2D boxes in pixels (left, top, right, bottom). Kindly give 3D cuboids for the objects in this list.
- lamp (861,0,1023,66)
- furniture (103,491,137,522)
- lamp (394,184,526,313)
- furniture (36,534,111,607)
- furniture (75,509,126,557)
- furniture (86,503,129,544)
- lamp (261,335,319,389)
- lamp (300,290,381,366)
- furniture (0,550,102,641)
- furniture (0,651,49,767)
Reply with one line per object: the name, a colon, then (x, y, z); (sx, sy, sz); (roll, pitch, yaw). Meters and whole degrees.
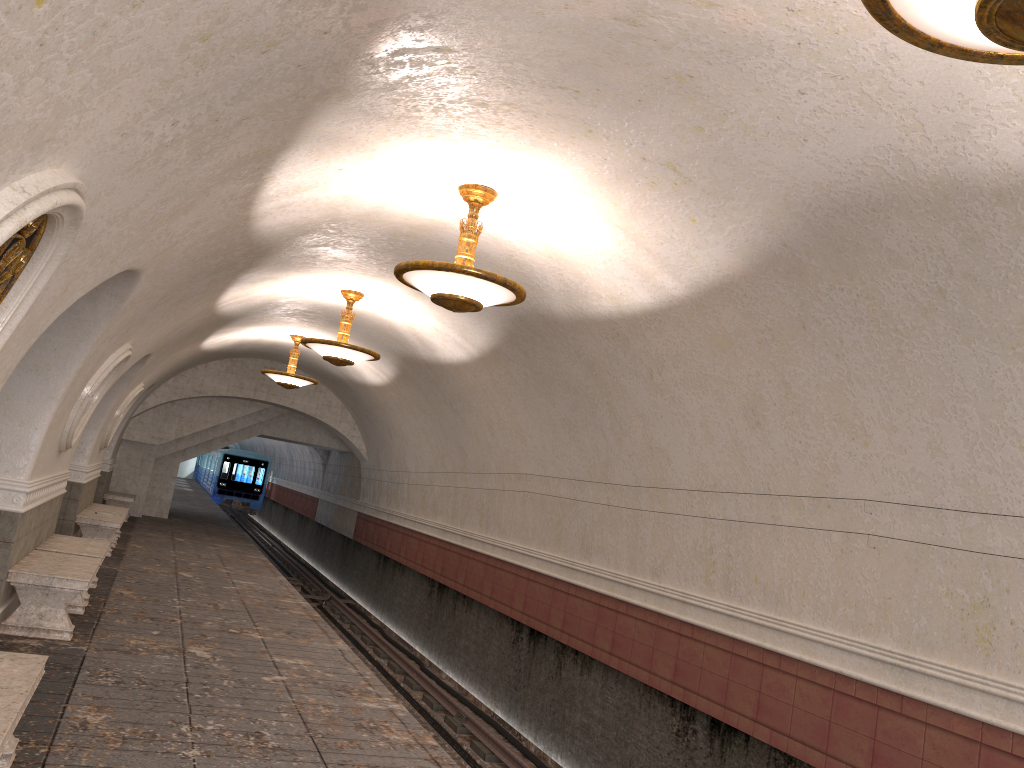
lamp: (1.419, -1.315, 2.211); (1.008, 0.955, 1.008); (16, -10, -36)
furniture: (-8.564, 2.653, 19.278); (0.613, 0.508, 1.509); (13, -8, -20)
lamp: (-0.344, -1.001, 6.697); (1.008, 0.955, 1.008); (11, -8, -4)
furniture: (-4.700, 1.964, 9.449); (0.613, 0.508, 1.509); (13, -8, -20)
furniture: (-6.263, 2.243, 13.425); (0.613, 0.508, 1.509); (13, -8, -20)
furniture: (-6.877, 2.353, 14.986); (0.613, 0.508, 1.509); (13, -8, -20)
lamp: (-3.871, -0.372, 15.666); (1.008, 0.955, 1.008); (6, -9, 25)
lamp: (-2.107, -0.686, 11.180); (1.008, 0.955, 1.008); (11, -8, -4)
furniture: (-4.086, 1.855, 7.887); (0.613, 0.508, 1.509); (13, -8, -20)
furniture: (-2.502, 1.572, 3.857); (0.613, 0.508, 1.509); (13, -8, -20)
